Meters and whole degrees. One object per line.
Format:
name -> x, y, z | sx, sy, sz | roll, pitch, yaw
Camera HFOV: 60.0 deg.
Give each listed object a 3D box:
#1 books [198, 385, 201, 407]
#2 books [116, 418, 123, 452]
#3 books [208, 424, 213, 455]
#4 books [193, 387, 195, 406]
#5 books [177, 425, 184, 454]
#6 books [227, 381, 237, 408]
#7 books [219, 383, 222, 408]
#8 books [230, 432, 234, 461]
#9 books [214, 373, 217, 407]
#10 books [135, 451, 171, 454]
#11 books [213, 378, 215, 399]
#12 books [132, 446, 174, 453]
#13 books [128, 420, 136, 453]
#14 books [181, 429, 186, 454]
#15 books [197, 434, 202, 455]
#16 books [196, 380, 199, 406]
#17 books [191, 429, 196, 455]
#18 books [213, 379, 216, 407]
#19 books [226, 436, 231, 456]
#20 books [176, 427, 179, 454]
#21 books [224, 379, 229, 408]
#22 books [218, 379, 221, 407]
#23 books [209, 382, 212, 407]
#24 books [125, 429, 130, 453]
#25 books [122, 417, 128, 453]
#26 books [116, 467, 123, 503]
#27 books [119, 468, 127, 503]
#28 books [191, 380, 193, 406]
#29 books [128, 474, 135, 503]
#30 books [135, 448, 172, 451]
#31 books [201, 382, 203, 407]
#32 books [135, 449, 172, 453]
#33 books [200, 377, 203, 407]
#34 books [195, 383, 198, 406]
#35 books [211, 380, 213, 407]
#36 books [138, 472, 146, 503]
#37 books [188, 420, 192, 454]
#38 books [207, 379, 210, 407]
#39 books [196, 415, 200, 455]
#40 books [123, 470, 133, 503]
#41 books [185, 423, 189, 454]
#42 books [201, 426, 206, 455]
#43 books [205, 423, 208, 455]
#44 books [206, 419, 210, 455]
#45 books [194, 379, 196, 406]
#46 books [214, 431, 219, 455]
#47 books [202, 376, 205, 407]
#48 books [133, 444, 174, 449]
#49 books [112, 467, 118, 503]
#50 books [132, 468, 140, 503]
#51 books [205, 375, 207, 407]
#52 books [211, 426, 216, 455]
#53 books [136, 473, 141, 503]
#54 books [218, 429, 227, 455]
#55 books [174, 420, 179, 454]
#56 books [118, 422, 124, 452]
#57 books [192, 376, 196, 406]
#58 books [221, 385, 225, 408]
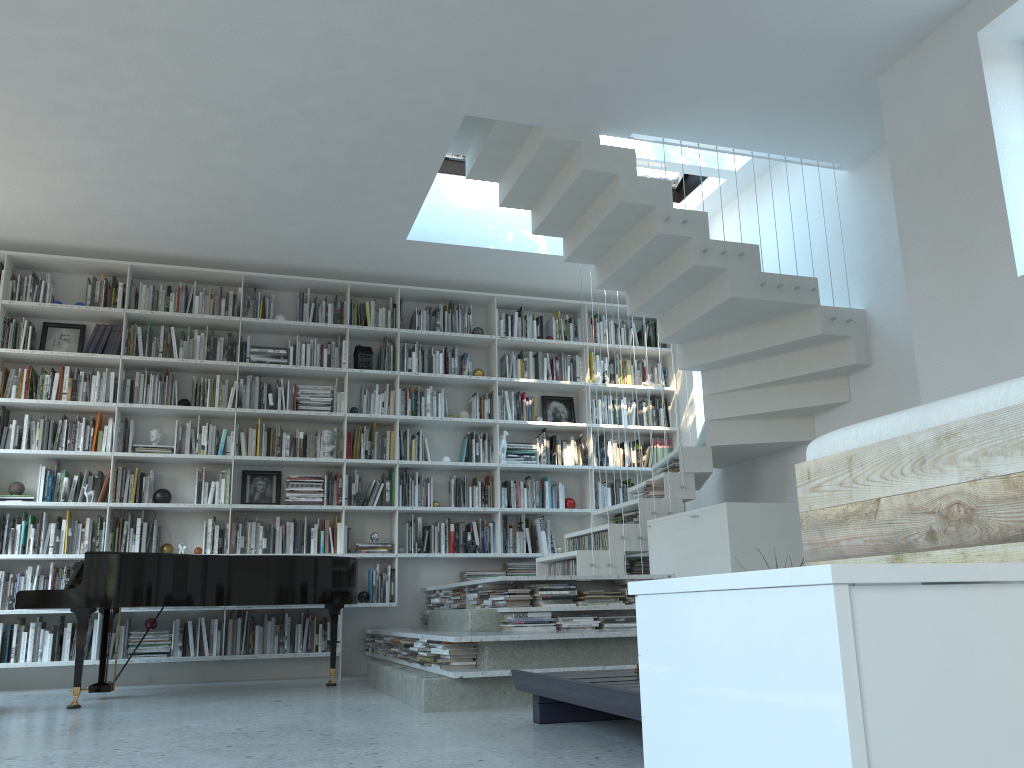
books -> -2.441, 0.125, 6.935 | 0.011, 0.199, 0.163 | 3, -15, -17
books -> -2.965, 0.414, 6.701 | 0.012, 0.284, 0.160 | 3, -15, -17
books -> -2.338, 0.457, 6.874 | 0.023, 0.259, 0.170 | 3, -15, -17
books -> -2.483, 0.107, 6.938 | 0.005, 0.238, 0.146 | 3, -15, -17
books -> -2.545, 0.450, 6.804 | 0.030, 0.246, 0.174 | 3, -15, -17
books -> -2.205, 0.114, 6.982 | 0.064, 0.236, 0.209 | 3, -15, -17
books -> -2.294, 0.121, 6.985 | 0.011, 0.229, 0.166 | 3, -15, -17
books -> -2.190, 0.490, 6.932 | 0.026, 0.216, 0.126 | 3, -15, -17
books -> -2.334, 0.080, 6.975 | 0.006, 0.303, 0.166 | 3, -15, -17
books -> -2.725, 0.533, 6.738 | 0.254, 0.012, 0.161 | 4, -15, -21
books -> -2.345, 0.098, 6.971 | 0.004, 0.264, 0.142 | 3, -15, -17
books -> -2.727, 0.499, 6.751 | 0.285, 0.012, 0.160 | 3, -15, -15
books -> -2.882, 0.421, 6.721 | 0.021, 0.277, 0.137 | 3, -15, -17
books -> -2.528, 0.468, 6.836 | 0.024, 0.226, 0.138 | 3, -15, -17
books -> -2.414, 0.492, 6.862 | 0.025, 0.189, 0.140 | 3, -15, -17
books -> -2.452, 0.101, 6.913 | 0.005, 0.235, 0.179 | 3, -15, -17
books -> -2.457, 0.471, 6.847 | 0.048, 0.224, 0.150 | 3, -15, -17
books -> -2.338, 0.103, 6.965 | 0.006, 0.252, 0.180 | 3, -15, -17
books -> -2.214, 0.506, 6.918 | 0.027, 0.180, 0.142 | 3, -15, -17
books -> -2.570, 0.461, 6.813 | 0.010, 0.231, 0.155 | 3, -15, -17
books -> -2.253, 0.107, 6.992 | 0.022, 0.256, 0.155 | 3, -15, -17
books -> -2.304, 0.106, 6.982 | 0.010, 0.256, 0.140 | 3, -15, -17
books -> -2.372, 0.115, 6.972 | 0.011, 0.235, 0.131 | 3, -15, -17
books -> -2.909, 0.453, 6.710 | 0.034, 0.209, 0.136 | 3, -15, -17
books -> -2.935, 0.412, 6.724 | 0.011, 0.297, 0.136 | 3, -14, -17
books -> -2.925, 0.769, 6.614 | 0.025, 0.283, 0.145 | 3, -15, -17
books -> -2.902, 0.776, 6.625 | 0.026, 0.274, 0.155 | 3, -15, -17
books -> -2.498, 0.097, 6.930 | 0.005, 0.253, 0.161 | 3, -15, -17
books -> -2.842, 0.801, 6.634 | 0.025, 0.227, 0.153 | 3, -15, -17
books -> -2.726, 0.510, 6.746 | 0.254, 0.012, 0.161 | 4, -15, -20
books -> -2.418, 0.112, 6.920 | 0.006, 0.215, 0.181 | 3, -15, -17
books -> -2.725, 0.521, 6.739 | 0.254, 0.012, 0.161 | 5, -16, -22
books -> -2.435, 0.095, 6.954 | 0.009, 0.266, 0.150 | 3, -15, -17
books -> -2.468, 0.117, 6.932 | 0.013, 0.215, 0.150 | 3, -15, -17
books -> -2.355, 0.104, 6.966 | 0.017, 0.252, 0.140 | 3, -15, -17
books -> -2.782, 0.799, 6.671 | 0.028, 0.247, 0.143 | 3, -15, -17
books -> -2.482, 0.435, 6.830 | 0.012, 0.285, 0.168 | 3, -15, -17
books -> -2.372, 0.101, 6.936 | 0.013, 0.243, 0.189 | 3, -15, -17
books -> -2.428, 0.419, 6.860 | 0.010, 0.328, 0.174 | 3, -15, -17
books -> -2.870, 0.782, 6.626 | 0.036, 0.262, 0.167 | 3, -15, -17
books -> -2.502, 0.446, 6.834 | 0.022, 0.266, 0.151 | 3, -15, -17
books -> -2.384, 0.461, 6.859 | 0.028, 0.246, 0.170 | 3, -15, -17
books -> -2.362, 0.450, 6.858 | 0.012, 0.265, 0.193 | 3, -15, -17
books -> -2.354, 0.436, 6.873 | 0.011, 0.300, 0.179 | 3, -15, -17
books -> -2.472, 0.100, 6.917 | 0.005, 0.240, 0.174 | 3, -15, -17
books -> -2.299, 0.484, 6.902 | 0.026, 0.218, 0.150 | 3, -15, -17
books -> -2.419, 0.089, 6.949 | 0.005, 0.274, 0.157 | 3, -15, -17
books -> -2.726, 0.486, 6.749 | 0.285, 0.012, 0.160 | 4, -15, -21
books -> -2.956, 0.769, 6.614 | 0.012, 0.284, 0.160 | 3, -15, -17
books -> -2.811, 0.775, 6.628 | 0.026, 0.273, 0.190 | 3, -15, -17
books -> -2.405, 0.087, 6.966 | 0.033, 0.287, 0.155 | 3, -15, -17
books -> -2.322, 0.465, 6.899 | 0.022, 0.255, 0.152 | 3, -15, -17
books -> -2.798, 0.796, 6.649 | 0.014, 0.243, 0.153 | 3, -15, -17
books -> -2.251, 0.477, 6.894 | 0.060, 0.227, 0.179 | 3, -15, -17
books -> -2.577, 0.431, 6.804 | 0.012, 0.284, 0.160 | 3, -15, -17
books -> -2.946, 0.427, 6.697 | 0.024, 0.256, 0.134 | 3, -15, -17
books -> -2.493, 0.089, 6.942 | 0.012, 0.275, 0.129 | 3, -14, -17
books -> -2.278, 0.128, 6.989 | 0.024, 0.215, 0.142 | 3, -15, -17
